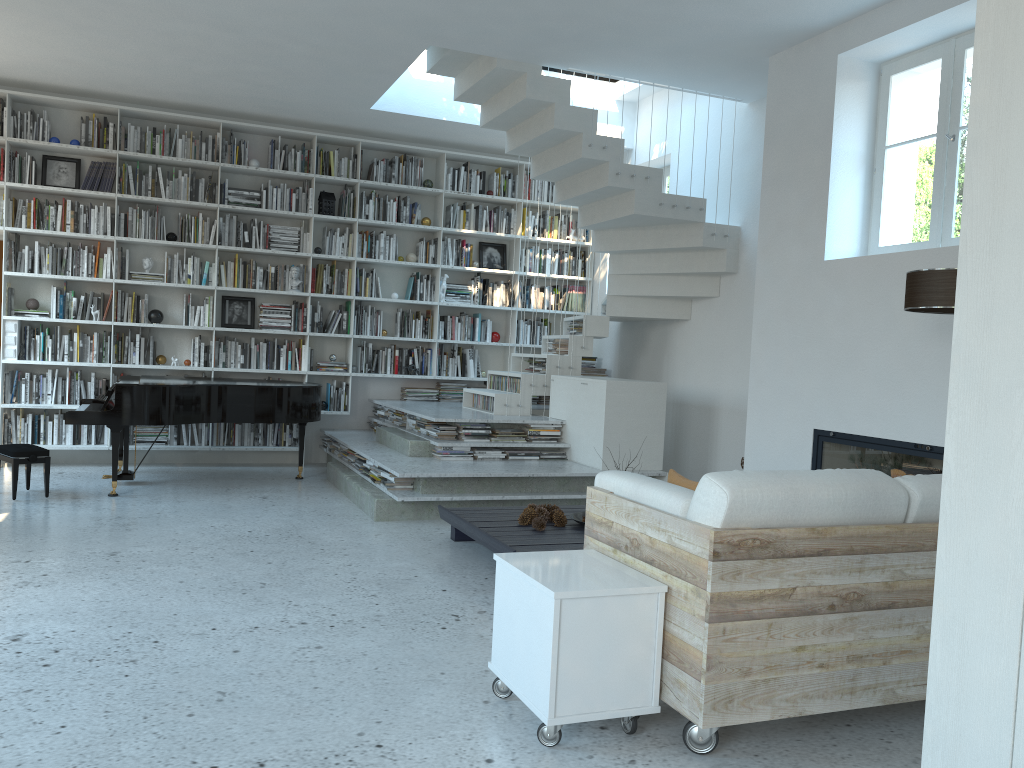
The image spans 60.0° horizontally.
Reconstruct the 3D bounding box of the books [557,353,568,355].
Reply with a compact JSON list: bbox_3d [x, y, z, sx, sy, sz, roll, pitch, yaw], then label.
[{"bbox_3d":[0.508,-0.265,7.879,0.206,0.012,0.183,3,2,6],"label":"books"}]

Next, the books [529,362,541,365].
[{"bbox_3d":[0.268,-0.189,8.351,0.140,0.022,0.181,2,2,-29],"label":"books"}]

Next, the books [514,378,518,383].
[{"bbox_3d":[0.076,0.016,7.727,0.125,0.125,0.010,2,3,-22],"label":"books"}]

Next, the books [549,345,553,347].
[{"bbox_3d":[0.467,-0.356,8.400,0.143,0.019,0.230,2,2,-23],"label":"books"}]

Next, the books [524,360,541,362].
[{"bbox_3d":[0.246,-0.212,8.340,0.198,0.006,0.188,2,2,-26],"label":"books"}]

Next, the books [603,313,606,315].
[{"bbox_3d":[0.996,-0.675,8.567,0.169,0.010,0.282,3,2,-7],"label":"books"}]

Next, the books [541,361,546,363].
[{"bbox_3d":[0.359,-0.197,8.146,0.133,0.017,0.178,2,2,-18],"label":"books"}]

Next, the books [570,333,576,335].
[{"bbox_3d":[0.650,-0.474,8.433,0.149,0.014,0.228,3,2,-10],"label":"books"}]

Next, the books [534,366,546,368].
[{"bbox_3d":[0.334,-0.148,8.139,0.184,0.014,0.225,2,2,-25],"label":"books"}]

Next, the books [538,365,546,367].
[{"bbox_3d":[0.346,-0.161,8.143,0.150,0.013,0.219,2,2,-17],"label":"books"}]

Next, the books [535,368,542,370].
[{"bbox_3d":[0.333,-0.134,8.140,0.175,0.016,0.207,2,2,-27],"label":"books"}]

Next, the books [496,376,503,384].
[{"bbox_3d":[-0.085,-0.006,8.130,0.125,0.125,0.008,2,3,-22],"label":"books"}]

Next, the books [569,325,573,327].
[{"bbox_3d":[0.642,-0.546,8.428,0.168,0.005,0.291,3,2,-4],"label":"books"}]

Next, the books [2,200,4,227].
[{"bbox_3d":[-4.274,-1.424,7.492,0.021,0.224,0.231,2,3,-22],"label":"books"}]

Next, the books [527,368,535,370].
[{"bbox_3d":[0.255,-0.136,8.349,0.158,0.009,0.216,2,2,-29],"label":"books"}]

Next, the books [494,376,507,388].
[{"bbox_3d":[-0.103,-0.009,8.174,0.125,0.125,0.010,2,3,-22],"label":"books"}]

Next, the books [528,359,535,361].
[{"bbox_3d":[0.265,-0.221,8.348,0.161,0.012,0.194,2,2,-25],"label":"books"}]

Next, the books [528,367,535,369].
[{"bbox_3d":[0.253,-0.147,8.348,0.159,0.012,0.225,2,2,-14],"label":"books"}]

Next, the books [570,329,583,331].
[{"bbox_3d":[0.648,-0.491,8.131,0.191,0.014,0.243,3,2,-9],"label":"books"}]

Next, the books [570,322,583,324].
[{"bbox_3d":[0.655,-0.554,8.129,0.191,0.013,0.243,2,2,-11],"label":"books"}]

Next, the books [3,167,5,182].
[{"bbox_3d":[-4.281,-1.814,7.518,0.037,0.269,0.113,2,3,-22],"label":"books"}]

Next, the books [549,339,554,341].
[{"bbox_3d":[0.463,-0.414,8.394,0.157,0.014,0.180,2,2,-24],"label":"books"}]

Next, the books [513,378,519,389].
[{"bbox_3d":[0.071,0.015,7.740,0.125,0.125,0.008,2,3,-22],"label":"books"}]

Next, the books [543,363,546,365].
[{"bbox_3d":[0.366,-0.174,7.851,0.168,0.014,0.212,3,2,-2],"label":"books"}]

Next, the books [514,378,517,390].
[{"bbox_3d":[0.080,0.016,7.718,0.125,0.125,0.008,2,3,-22],"label":"books"}]

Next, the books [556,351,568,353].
[{"bbox_3d":[0.508,-0.278,7.873,0.215,0.013,0.189,3,2,11],"label":"books"}]

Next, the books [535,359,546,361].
[{"bbox_3d":[0.337,-0.213,8.136,0.177,0.014,0.193,2,2,-27],"label":"books"}]

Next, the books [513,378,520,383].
[{"bbox_3d":[0.069,0.015,7.746,0.125,0.125,0.008,2,3,-22],"label":"books"}]

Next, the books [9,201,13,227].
[{"bbox_3d":[-4.247,-1.428,7.539,0.022,0.232,0.151,2,3,-22],"label":"books"}]

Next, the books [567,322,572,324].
[{"bbox_3d":[0.638,-0.574,8.426,0.190,0.015,0.230,3,2,-8],"label":"books"}]

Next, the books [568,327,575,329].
[{"bbox_3d":[0.639,-0.530,8.428,0.171,0.011,0.231,2,2,-11],"label":"books"}]

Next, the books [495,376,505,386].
[{"bbox_3d":[-0.094,-0.007,8.152,0.125,0.125,0.009,2,3,-22],"label":"books"}]

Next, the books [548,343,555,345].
[{"bbox_3d":[0.463,-0.374,8.397,0.149,0.017,0.239,2,2,-24],"label":"books"}]

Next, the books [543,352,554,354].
[{"bbox_3d":[0.442,-0.289,8.394,0.190,0.018,0.287,2,2,-23],"label":"books"}]

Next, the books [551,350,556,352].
[{"bbox_3d":[0.484,-0.299,8.118,0.200,0.014,0.177,2,2,-17],"label":"books"}]

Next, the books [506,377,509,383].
[{"bbox_3d":[0.006,0.006,7.902,0.125,0.125,0.009,2,3,-22],"label":"books"}]

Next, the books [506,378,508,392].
[{"bbox_3d":[0.014,0.007,7.884,0.125,0.125,0.009,2,3,-22],"label":"books"}]

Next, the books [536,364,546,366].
[{"bbox_3d":[0.334,-0.174,8.137,0.189,0.012,0.155,2,2,-19],"label":"books"}]

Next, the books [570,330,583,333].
[{"bbox_3d":[0.648,-0.477,8.132,0.182,0.013,0.287,3,2,-8],"label":"books"}]

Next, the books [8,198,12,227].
[{"bbox_3d":[-4.266,-1.440,7.540,0.012,0.254,0.160,2,3,-22],"label":"books"}]

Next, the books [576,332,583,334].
[{"bbox_3d":[0.676,-0.462,8.139,0.130,0.014,0.249,3,2,-9],"label":"books"}]

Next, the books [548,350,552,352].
[{"bbox_3d":[0.465,-0.306,8.403,0.136,0.017,0.288,2,2,-24],"label":"books"}]

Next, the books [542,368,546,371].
[{"bbox_3d":[0.352,-0.123,7.853,0.172,0.019,0.240,3,2,3],"label":"books"}]

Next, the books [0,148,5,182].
[{"bbox_3d":[-4.298,-1.827,7.493,0.014,0.294,0.172,2,3,-22],"label":"books"}]

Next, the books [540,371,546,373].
[{"bbox_3d":[0.348,-0.111,8.147,0.137,0.013,0.198,2,2,-15],"label":"books"}]

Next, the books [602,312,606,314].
[{"bbox_3d":[0.991,-0.683,8.565,0.184,0.006,0.262,2,2,-16],"label":"books"}]

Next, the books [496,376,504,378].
[{"bbox_3d":[-0.088,-0.007,8.137,0.125,0.125,0.008,2,3,-22],"label":"books"}]

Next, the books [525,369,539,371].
[{"bbox_3d":[0.248,-0.129,8.347,0.189,0.007,0.195,2,2,-25],"label":"books"}]

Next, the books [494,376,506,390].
[{"bbox_3d":[-0.100,-0.008,8.166,0.125,0.125,0.007,2,3,-22],"label":"books"}]

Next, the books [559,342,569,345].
[{"bbox_3d":[0.512,-0.356,7.870,0.184,0.016,0.179,3,2,7],"label":"books"}]

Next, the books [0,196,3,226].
[{"bbox_3d":[-4.331,-1.450,7.523,0.044,0.269,0.133,2,3,-22],"label":"books"}]

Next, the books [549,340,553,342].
[{"bbox_3d":[0.459,-0.400,8.394,0.157,0.014,0.180,2,2,-26],"label":"books"}]

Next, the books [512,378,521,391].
[{"bbox_3d":[0.063,0.014,7.760,0.125,0.125,0.007,2,3,-22],"label":"books"}]

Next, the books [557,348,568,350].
[{"bbox_3d":[0.507,-0.309,7.855,0.214,0.015,0.138,3,2,6],"label":"books"}]

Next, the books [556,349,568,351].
[{"bbox_3d":[0.508,-0.296,7.869,0.221,0.011,0.180,3,2,10],"label":"books"}]

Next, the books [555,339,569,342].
[{"bbox_3d":[0.512,-0.381,7.862,0.233,0.025,0.157,3,2,16],"label":"books"}]

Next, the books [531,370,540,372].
[{"bbox_3d":[0.279,-0.117,8.360,0.130,0.014,0.188,2,2,-22],"label":"books"}]

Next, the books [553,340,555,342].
[{"bbox_3d":[0.488,-0.391,8.115,0.166,0.017,0.190,2,2,-19],"label":"books"}]

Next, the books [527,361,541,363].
[{"bbox_3d":[0.263,-0.204,8.348,0.159,0.009,0.207,2,2,-26],"label":"books"}]
